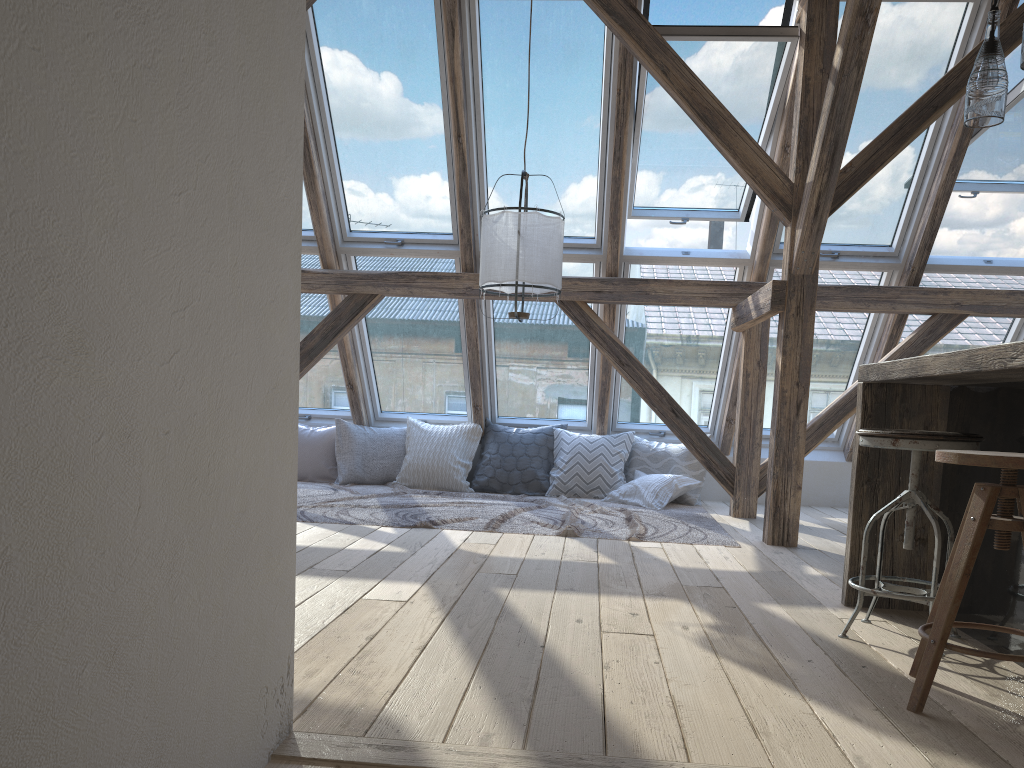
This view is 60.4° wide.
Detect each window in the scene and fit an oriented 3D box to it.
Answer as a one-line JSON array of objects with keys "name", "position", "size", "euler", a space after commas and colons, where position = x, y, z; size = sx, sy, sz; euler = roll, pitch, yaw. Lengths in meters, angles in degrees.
[{"name": "window", "position": [1.092, -1.432, 5.111], "size": [0.855, 1.287, 1.397], "euler": [3, 2, 5]}, {"name": "window", "position": [-0.743, -1.510, 5.219], "size": [0.855, 1.288, 1.088], "euler": [3, 3, 5]}, {"name": "window", "position": [2.003, -1.395, 4.984], "size": [0.855, 1.288, 1.088], "euler": [3, 3, 5]}, {"name": "window", "position": [-1.659, -1.548, 5.297], "size": [0.855, 1.288, 1.088], "euler": [3, 3, 5]}, {"name": "window", "position": [2.956, -0.136, 6.017], "size": [0.855, 1.288, 1.088], "euler": [3, 3, 5]}, {"name": "window", "position": [2.924, -1.355, 4.968], "size": [0.855, 1.287, 1.511], "euler": [3, 2, 5]}, {"name": "window", "position": [-0.705, -0.289, 6.329], "size": [0.855, 1.288, 1.088], "euler": [3, 3, 5]}, {"name": "window", "position": [0.210, -0.251, 6.251], "size": [0.855, 1.288, 1.088], "euler": [3, 3, 5]}, {"name": "window", "position": [1.125, -0.213, 6.173], "size": [0.855, 1.288, 1.088], "euler": [3, 3, 5]}, {"name": "window", "position": [0.172, -1.472, 5.141], "size": [0.855, 1.288, 1.088], "euler": [3, 3, 5]}, {"name": "window", "position": [-1.621, -0.328, 6.408], "size": [0.855, 1.288, 1.088], "euler": [3, 3, 5]}, {"name": "window", "position": [2.041, -0.174, 6.095], "size": [0.855, 1.288, 1.088], "euler": [3, 3, 5]}]

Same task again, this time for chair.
[{"name": "chair", "position": [1.206, 0.458, 2.669], "size": [0.351, 0.642, 0.352], "euler": [6, 5, 39]}, {"name": "chair", "position": [1.140, 0.461, 2.062], "size": [0.340, 0.601, 0.339], "euler": [4, 5, 25]}]

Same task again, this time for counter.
[{"name": "counter", "position": [2.340, 0.417, 3.334], "size": [2.240, 0.859, 3.793], "euler": [2, -1, 5]}]

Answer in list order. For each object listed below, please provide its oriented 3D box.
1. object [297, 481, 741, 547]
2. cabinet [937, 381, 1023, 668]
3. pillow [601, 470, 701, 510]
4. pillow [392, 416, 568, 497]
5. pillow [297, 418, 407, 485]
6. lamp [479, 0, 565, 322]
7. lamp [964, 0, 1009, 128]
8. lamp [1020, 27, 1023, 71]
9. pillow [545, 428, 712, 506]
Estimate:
[{"name": "object", "position": [-0.324, 0.744, 5.594], "size": [3.184, 0.057, 2.177], "euler": [2, -1, 5]}, {"name": "cabinet", "position": [2.427, -0.417, 3.041], "size": [2.091, 2.526, 4.192], "euler": [3, 1, 5]}, {"name": "pillow", "position": [0.948, 0.739, 6.081], "size": [0.475, 0.244, 0.533], "euler": [2, 0, -43]}, {"name": "pillow", "position": [-0.241, 0.529, 6.530], "size": [1.271, 0.569, 0.464], "euler": [2, 3, 6]}, {"name": "pillow", "position": [-1.229, 0.523, 6.643], "size": [1.133, 0.530, 0.431], "euler": [2, 3, -3]}, {"name": "lamp", "position": [0.077, -1.267, 4.262], "size": [0.399, 1.914, 0.404], "euler": [-3, 8, -44]}, {"name": "lamp", "position": [1.332, -1.403, 2.482], "size": [0.225, 1.301, 0.107], "euler": [3, 6, 7]}, {"name": "lamp", "position": [1.315, -1.435, 2.191], "size": [0.239, 1.250, 0.107], "euler": [4, 6, 17]}, {"name": "pillow", "position": [0.848, 0.602, 6.396], "size": [1.153, 0.539, 0.498], "euler": [3, 3, 10]}]
